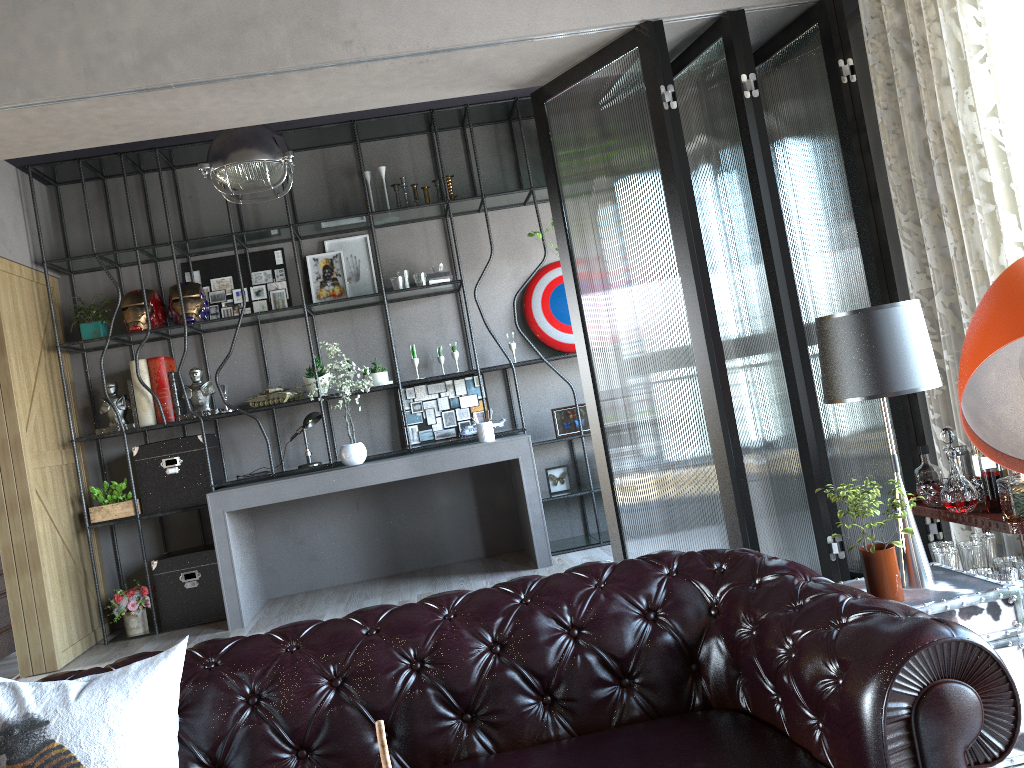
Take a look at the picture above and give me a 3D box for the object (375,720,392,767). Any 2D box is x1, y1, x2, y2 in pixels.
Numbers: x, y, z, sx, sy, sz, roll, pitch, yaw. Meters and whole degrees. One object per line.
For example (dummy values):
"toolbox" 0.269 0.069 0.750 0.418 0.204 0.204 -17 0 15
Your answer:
"object" -0.075 0.647 0.922 0.156 0.583 0.184 -10 -2 -6

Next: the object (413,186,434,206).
"object" -0.617 -1.352 6.440 0.189 0.152 0.189 -10 -1 17

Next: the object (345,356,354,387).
"object" -1.191 -0.074 6.522 0.113 0.273 0.113 -9 -2 -40

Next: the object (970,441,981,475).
"object" 1.688 0.246 3.179 0.073 0.320 0.073 -10 -2 -16

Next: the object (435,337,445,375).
"object" -0.536 -0.203 6.646 0.113 0.302 0.113 -10 -2 12

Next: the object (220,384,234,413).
"object" -2.002 0.102 6.185 0.093 0.200 0.093 -10 -1 -11

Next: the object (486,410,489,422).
"object" -0.165 0.284 6.132 0.023 0.204 0.037 -11 -2 33

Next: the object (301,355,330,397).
"object" -1.390 -0.058 6.311 0.193 0.305 0.137 -11 -2 27

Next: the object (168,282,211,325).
"object" -2.291 -0.564 6.268 0.280 0.327 0.399 -10 -1 -16

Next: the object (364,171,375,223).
"object" -1.052 -1.394 6.639 0.128 0.390 0.128 -9 -2 -38

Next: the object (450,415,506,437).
"object" -0.256 0.318 6.491 0.379 0.111 0.351 -10 -1 26

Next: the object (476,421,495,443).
"object" -0.181 0.332 6.093 0.110 0.137 0.110 -10 -1 4

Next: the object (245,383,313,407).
"object" -1.646 0.056 6.338 0.576 0.170 0.207 -10 -1 29

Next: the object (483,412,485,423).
"object" -0.187 0.279 6.137 0.009 0.167 0.061 -10 -2 6

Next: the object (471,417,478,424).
"object" -0.209 0.300 6.105 0.137 0.190 0.009 -10 -2 -3

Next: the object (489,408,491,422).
"object" -0.152 0.262 6.117 0.052 0.185 0.009 -10 -2 -5

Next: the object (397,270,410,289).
"object" -0.780 -0.742 6.421 0.087 0.155 0.087 -10 -1 6

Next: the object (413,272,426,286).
"object" -0.653 -0.738 6.329 0.092 0.099 0.093 -11 -2 41

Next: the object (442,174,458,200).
"object" -0.451 -1.422 6.476 0.130 0.232 0.130 -9 -2 -29

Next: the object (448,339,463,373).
"object" -0.410 -0.201 6.396 0.113 0.246 0.113 -10 -2 12

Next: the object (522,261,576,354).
"object" 0.455 -0.596 6.777 0.751 0.740 0.185 -10 -2 -6

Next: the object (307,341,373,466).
"object" -1.100 0.114 5.888 0.420 0.852 0.399 -11 -2 40

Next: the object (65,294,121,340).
"object" -2.941 -0.452 6.209 0.294 0.339 0.324 -11 -2 40

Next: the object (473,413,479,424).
"object" -0.226 0.295 6.118 0.046 0.203 0.023 -11 -2 30

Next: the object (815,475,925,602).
"object" 1.042 0.439 2.565 0.270 0.363 0.297 -11 -2 39

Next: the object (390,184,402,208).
"object" -0.834 -1.355 6.481 0.084 0.233 0.084 -11 -2 21

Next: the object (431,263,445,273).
"object" -0.546 -0.849 6.569 0.103 0.068 0.103 -10 -1 -14

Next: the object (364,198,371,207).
"object" -1.032 -1.268 6.381 0.135 0.129 0.135 -9 -1 -33

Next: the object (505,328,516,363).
"object" 0.001 -0.283 6.572 0.113 0.270 0.113 -10 -2 -18

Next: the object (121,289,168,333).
"object" -2.603 -0.509 6.233 0.280 0.327 0.399 -10 -1 -1

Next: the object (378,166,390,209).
"object" -0.935 -1.415 6.581 0.128 0.390 0.128 -11 -2 43

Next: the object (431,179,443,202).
"object" -0.542 -1.405 6.564 0.084 0.233 0.084 -9 -2 -25

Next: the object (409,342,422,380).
"object" -0.693 -0.166 6.327 0.113 0.275 0.113 -10 -1 -3

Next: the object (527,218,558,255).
"object" 0.457 -1.342 6.427 0.719 1.026 0.650 -10 -1 12

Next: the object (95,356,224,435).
"object" -2.499 0.058 6.245 0.833 0.466 0.289 -10 -1 -6

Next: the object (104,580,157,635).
"object" -2.620 1.528 6.079 0.345 0.362 0.331 -10 -1 -3

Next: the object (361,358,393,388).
"object" -0.987 -0.082 6.374 0.235 0.213 0.235 -11 -1 39

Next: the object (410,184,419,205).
"object" -0.709 -1.372 6.593 0.080 0.226 0.080 -9 -2 -33

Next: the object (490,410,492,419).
"object" -0.150 0.270 6.104 0.062 0.169 0.009 -10 -2 -7

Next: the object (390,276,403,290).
"object" -0.812 -0.710 6.311 0.092 0.099 0.093 -11 -1 31

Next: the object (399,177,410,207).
"object" -0.770 -1.372 6.416 0.100 0.243 0.100 -10 -1 3
